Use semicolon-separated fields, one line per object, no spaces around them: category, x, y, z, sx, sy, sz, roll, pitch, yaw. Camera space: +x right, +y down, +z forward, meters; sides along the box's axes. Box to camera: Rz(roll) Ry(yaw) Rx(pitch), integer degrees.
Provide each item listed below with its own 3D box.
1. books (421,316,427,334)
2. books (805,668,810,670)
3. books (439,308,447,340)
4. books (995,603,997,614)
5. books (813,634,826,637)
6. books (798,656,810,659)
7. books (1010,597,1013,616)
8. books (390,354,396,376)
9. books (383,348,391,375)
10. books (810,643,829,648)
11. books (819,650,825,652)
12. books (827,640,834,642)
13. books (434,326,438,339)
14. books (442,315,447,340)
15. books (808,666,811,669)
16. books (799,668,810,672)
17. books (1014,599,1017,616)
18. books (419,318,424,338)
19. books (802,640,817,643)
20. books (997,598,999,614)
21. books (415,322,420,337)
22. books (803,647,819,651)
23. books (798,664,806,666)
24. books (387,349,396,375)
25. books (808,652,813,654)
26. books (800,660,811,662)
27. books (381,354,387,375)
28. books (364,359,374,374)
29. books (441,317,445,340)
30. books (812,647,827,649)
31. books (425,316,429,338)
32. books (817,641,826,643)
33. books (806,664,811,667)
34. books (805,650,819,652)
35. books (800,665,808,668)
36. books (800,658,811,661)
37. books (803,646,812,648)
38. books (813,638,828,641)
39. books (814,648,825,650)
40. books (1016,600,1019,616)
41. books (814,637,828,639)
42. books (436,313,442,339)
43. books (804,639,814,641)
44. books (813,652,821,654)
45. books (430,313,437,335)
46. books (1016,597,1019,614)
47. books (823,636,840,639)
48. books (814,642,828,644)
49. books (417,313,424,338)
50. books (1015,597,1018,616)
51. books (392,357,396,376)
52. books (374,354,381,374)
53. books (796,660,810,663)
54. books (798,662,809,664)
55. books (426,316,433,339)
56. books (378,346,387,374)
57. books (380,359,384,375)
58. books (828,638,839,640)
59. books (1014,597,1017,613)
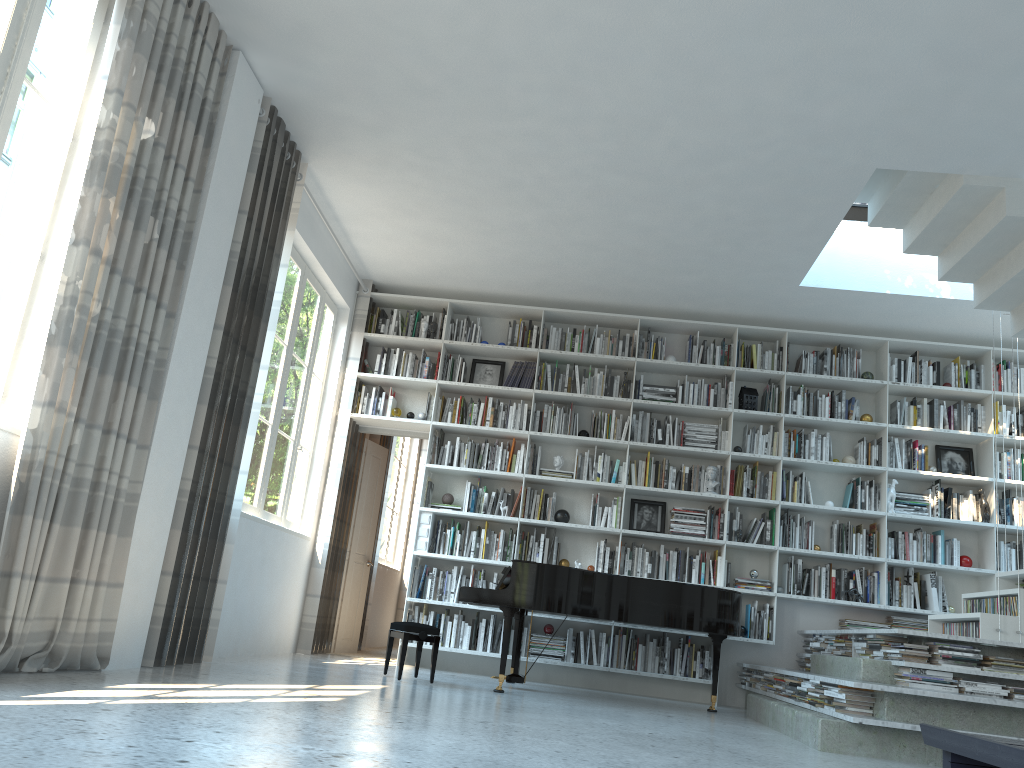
books;-0.785;-0.468;7.990;0.025;0.243;0.168;6;-15;5
books;2.346;2.176;6.733;0.187;0.009;0.262;5;-15;8
books;-0.626;-0.497;7.993;0.014;0.336;0.168;6;-15;5
books;3.227;1.470;5.798;0.125;0.125;0.016;6;-15;5
books;2.418;1.934;6.779;0.171;0.020;0.194;7;-15;0
books;2.384;2.183;7.053;0.174;0.009;0.240;5;-15;7
books;3.214;1.413;5.598;0.125;0.125;0.011;6;-15;5
books;-1.053;-0.131;7.934;0.024;0.238;0.156;6;-15;5
books;-1.103;-0.163;7.923;0.023;0.281;0.186;6;-15;5
books;2.403;1.999;6.762;0.189;0.030;0.238;6;-15;2
books;2.429;2.043;6.748;0.131;0.021;0.241;5;-15;7
books;2.409;1.885;6.476;0.160;0.010;0.180;6;-15;5
books;-0.677;-0.426;7.983;0.028;0.184;0.168;6;-15;5
books;-0.589;-0.460;7.949;0.024;0.251;0.235;6;-15;5
books;2.365;2.166;6.734;0.160;0.014;0.268;6;-15;4
books;2.381;2.272;7.029;0.163;0.019;0.188;6;-15;4
books;3.210;1.399;5.542;0.125;0.123;0.035;6;-15;5
books;-0.808;-0.458;8.003;0.021;0.225;0.157;6;-15;5
books;2.429;2.055;7.048;0.171;0.015;0.253;7;-15;0
books;3.225;1.461;5.768;0.125;0.125;0.007;6;-15;5
books;-0.846;-0.445;7.995;0.024;0.187;0.160;6;-15;5
books;2.424;2.108;7.034;0.175;0.017;0.266;5;-15;8
books;2.384;2.239;7.038;0.170;0.012;0.215;6;-15;5
books;-1.076;-0.157;7.944;0.028;0.287;0.133;6;-15;5
books;2.443;2.141;7.024;0.134;0.014;0.182;6;-15;2
books;2.386;2.206;7.046;0.159;0.009;0.211;4;-15;9
books;-1.128;-0.138;7.923;0.022;0.227;0.172;6;-15;5
books;-1.271;-0.121;7.951;0.121;0.175;0.130;6;-15;5
books;-0.611;-0.456;7.988;0.025;0.259;0.138;6;-15;5
books;2.415;2.019;6.756;0.163;0.008;0.295;6;-15;3
books;-0.761;-0.468;7.999;0.021;0.252;0.179;6;-15;5
books;2.424;1.974;6.767;0.143;0.012;0.264;4;-15;10
books;2.355;2.151;6.739;0.180;0.016;0.183;6;-15;2
books;2.431;2.125;7.029;0.163;0.017;0.233;5;-15;7
books;2.393;2.252;7.033;0.147;0.014;0.293;6;-15;5
books;2.389;2.194;7.049;0.152;0.015;0.208;4;-15;10
books;2.430;2.094;7.037;0.179;0.012;0.262;6;-15;5
books;2.425;1.960;6.771;0.163;0.018;0.290;6;-15;4
books;2.417;2.028;6.753;0.152;0.009;0.260;6;-15;2
books;3.209;1.392;5.520;0.125;0.123;0.034;6;-15;5
books;2.428;1.948;6.774;0.159;0.007;0.286;6;-15;4
books;-0.647;-0.473;7.993;0.022;0.286;0.175;6;-15;5
books;2.440;2.044;7.050;0.167;0.008;0.235;6;-15;4
books;2.408;2.059;6.745;0.173;0.016;0.234;6;-15;4
books;-0.714;-0.479;8.008;0.013;0.291;0.155;6;-15;5
books;3.208;1.390;5.512;0.125;0.123;0.036;6;-15;5
books;2.399;1.860;6.483;0.165;0.015;0.243;7;-15;0
books;2.416;1.983;6.766;0.171;0.007;0.207;5;-15;7
books;-0.822;-0.483;8.011;0.013;0.274;0.159;6;-15;5
books;3.209;1.395;5.527;0.125;0.123;0.035;6;-15;5
books;-1.039;-0.118;7.919;0.010;0.208;0.165;6;-15;5
books;-1.192;-0.136;7.939;0.034;0.217;0.167;6;-15;5
books;2.377;2.212;7.045;0.184;0.006;0.263;5;-15;6
books;2.388;2.228;7.040;0.158;0.012;0.279;6;-15;4
books;-0.737;-0.469;7.994;0.027;0.258;0.147;6;-15;5
books;-1.164;-0.171;7.949;0.011;0.295;0.163;6;-15;5
books;-1.152;-0.116;7.946;0.024;0.191;0.138;6;-15;5
books;2.410;1.875;6.478;0.149;0.013;0.220;5;-15;8
books;3.210;1.397;5.534;0.125;0.123;0.036;6;-15;5
